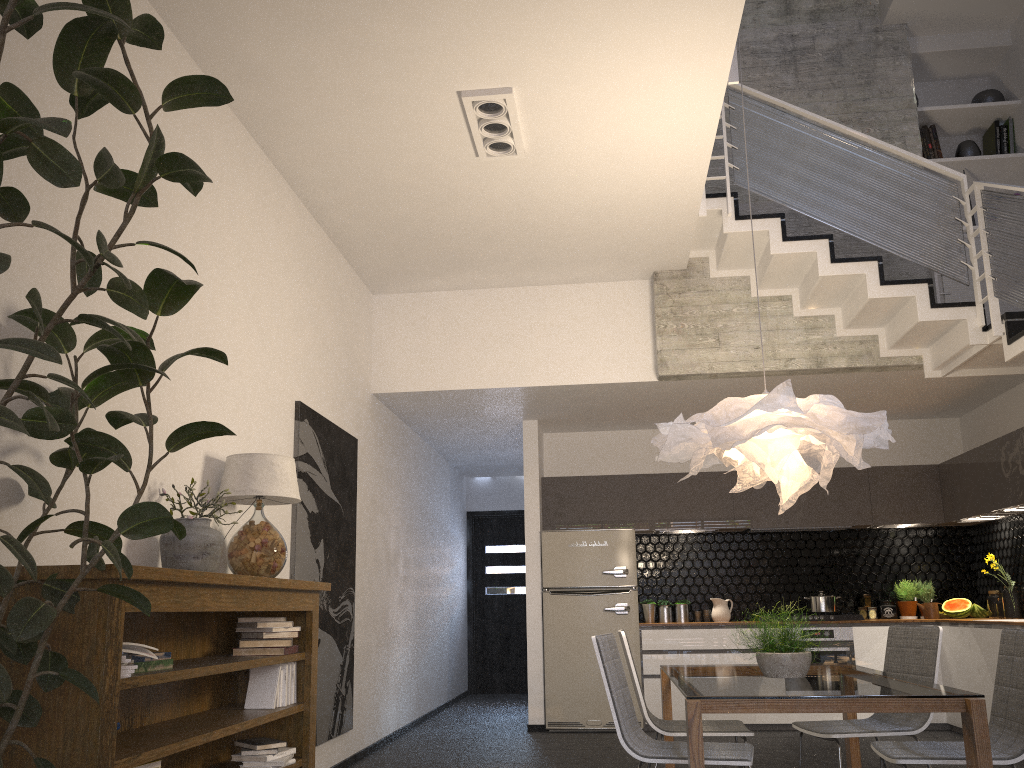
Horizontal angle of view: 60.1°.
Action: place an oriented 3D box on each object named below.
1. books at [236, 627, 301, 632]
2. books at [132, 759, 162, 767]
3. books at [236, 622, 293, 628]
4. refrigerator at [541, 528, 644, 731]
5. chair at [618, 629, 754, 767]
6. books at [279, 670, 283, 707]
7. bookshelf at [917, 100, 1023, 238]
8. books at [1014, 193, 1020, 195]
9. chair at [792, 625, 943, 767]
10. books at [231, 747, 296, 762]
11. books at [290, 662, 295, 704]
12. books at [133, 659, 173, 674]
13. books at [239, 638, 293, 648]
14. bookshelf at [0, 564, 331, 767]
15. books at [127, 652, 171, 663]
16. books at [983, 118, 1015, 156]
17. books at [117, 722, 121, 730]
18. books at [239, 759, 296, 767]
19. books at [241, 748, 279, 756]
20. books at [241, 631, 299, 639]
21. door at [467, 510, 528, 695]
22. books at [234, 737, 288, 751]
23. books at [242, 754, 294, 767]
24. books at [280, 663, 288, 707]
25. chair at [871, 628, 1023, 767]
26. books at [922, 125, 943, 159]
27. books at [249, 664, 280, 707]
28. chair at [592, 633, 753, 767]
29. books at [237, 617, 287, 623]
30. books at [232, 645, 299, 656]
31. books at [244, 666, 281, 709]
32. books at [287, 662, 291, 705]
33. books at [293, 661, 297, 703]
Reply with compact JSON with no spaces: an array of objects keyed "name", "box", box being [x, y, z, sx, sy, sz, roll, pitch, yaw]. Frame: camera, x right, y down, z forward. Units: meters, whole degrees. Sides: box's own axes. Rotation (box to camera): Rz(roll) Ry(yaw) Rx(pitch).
[{"name":"books","box":[-1.136,1.142,4.122,0.244,0.019,0.176,-9,-17,30]},{"name":"books","box":[-1.296,1.302,2.975,0.217,0.068,0.159,-5,-14,15]},{"name":"books","box":[-1.150,1.117,4.110,0.175,0.023,0.245,10,-18,-37]},{"name":"refrigerator","box":[0.714,2.185,7.928,0.829,1.693,0.778,-2,-12,6]},{"name":"chair","box":[0.831,1.653,4.269,0.601,0.909,0.480,-2,-12,6]},{"name":"books","box":[-1.101,1.380,4.014,0.120,0.157,0.016,-2,-12,6]},{"name":"bookshelf","box":[3.505,-1.596,7.043,0.973,1.094,0.448,-2,-12,6]},{"name":"books","box":[3.930,-1.273,7.007,0.146,0.379,0.275,-2,-13,6]},{"name":"chair","box":[1.692,1.615,4.178,0.601,0.909,0.480,1,-12,-8]},{"name":"books","box":[-1.089,1.627,3.893,0.175,0.023,0.245,-5,-15,15]},{"name":"books","box":[-1.086,1.400,4.151,0.136,0.186,0.018,-2,-12,6]},{"name":"books","box":[-1.282,0.945,2.965,0.179,0.033,0.246,-3,-14,9]},{"name":"books","box":[0.673,-1.651,6.400,5.419,6.635,0.362,11,-16,-42]},{"name":"bookshelf","box":[-1.208,1.318,3.323,0.451,1.159,1.941,-2,-14,6]},{"name":"books","box":[-1.278,0.915,2.962,0.166,0.023,0.230,-4,-15,10]},{"name":"books","box":[3.909,-1.889,7.114,0.160,0.378,0.268,-2,-12,6]},{"name":"books","box":[-1.325,1.051,2.681,0.162,0.022,0.234,-3,-14,6]},{"name":"books","box":[-1.069,1.666,3.878,0.155,0.020,0.207,-5,-15,16]},{"name":"books","box":[-1.104,1.602,3.885,0.155,0.022,0.207,3,-15,-13]},{"name":"books","box":[-1.128,1.166,4.119,0.180,0.029,0.227,11,-19,-40]},{"name":"door","box":[-0.016,2.765,11.290,1.108,2.290,0.162,-2,-12,6]},{"name":"books","box":[-1.107,1.582,3.895,0.148,0.023,0.222,12,-19,-41]},{"name":"books","box":[-1.067,1.648,3.887,0.174,0.019,0.246,0,-14,-4]},{"name":"books","box":[-1.091,1.370,4.032,0.136,0.186,0.018,-2,-12,6]},{"name":"chair","box":[1.751,1.424,3.434,0.602,0.909,0.480,-3,-12,9]},{"name":"books","box":[3.381,-1.863,7.189,0.134,0.378,0.275,-2,-13,6]},{"name":"books","box":[-1.119,1.362,3.999,0.136,0.186,0.018,-2,-12,6]},{"name":"chair","box":[0.656,1.475,3.562,0.602,0.909,0.480,-4,-13,15]},{"name":"books","box":[-1.158,1.095,4.114,0.205,0.022,0.157,1,-14,-9]},{"name":"books","box":[-1.121,1.216,4.043,0.230,0.034,0.289,-1,-14,-2]},{"name":"books","box":[-1.108,1.350,3.941,0.135,0.180,0.079,-2,-12,6]},{"name":"books","box":[-1.091,1.387,4.097,0.135,0.187,0.015,-2,-12,6]},{"name":"books","box":[-1.082,1.406,4.174,0.135,0.187,0.031,-2,-12,6]}]
